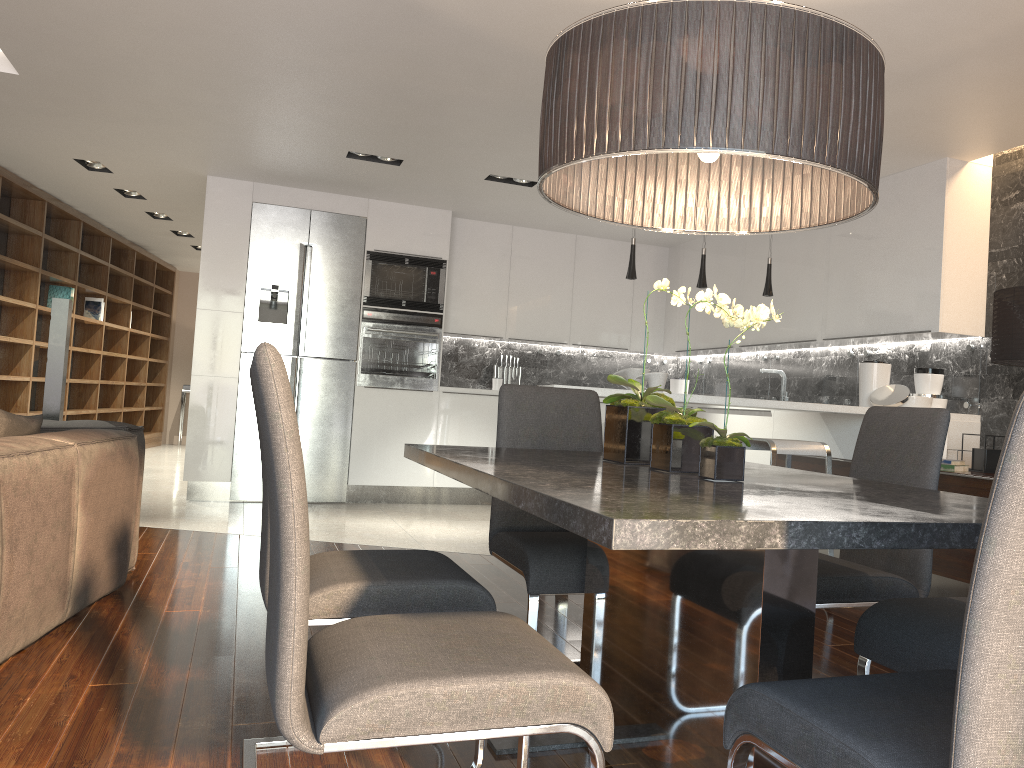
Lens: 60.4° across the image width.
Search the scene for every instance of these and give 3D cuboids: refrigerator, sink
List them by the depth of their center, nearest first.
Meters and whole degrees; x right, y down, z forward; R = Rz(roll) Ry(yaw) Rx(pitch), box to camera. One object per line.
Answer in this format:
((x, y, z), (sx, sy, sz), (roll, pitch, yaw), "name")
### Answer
((1.998, 0.143, 6.622), (0.527, 0.521, 1.112), (4, -2, -18), "sink")
((-1.768, -0.227, 7.278), (0.905, 2.344, 0.562), (5, -2, -20), "refrigerator")

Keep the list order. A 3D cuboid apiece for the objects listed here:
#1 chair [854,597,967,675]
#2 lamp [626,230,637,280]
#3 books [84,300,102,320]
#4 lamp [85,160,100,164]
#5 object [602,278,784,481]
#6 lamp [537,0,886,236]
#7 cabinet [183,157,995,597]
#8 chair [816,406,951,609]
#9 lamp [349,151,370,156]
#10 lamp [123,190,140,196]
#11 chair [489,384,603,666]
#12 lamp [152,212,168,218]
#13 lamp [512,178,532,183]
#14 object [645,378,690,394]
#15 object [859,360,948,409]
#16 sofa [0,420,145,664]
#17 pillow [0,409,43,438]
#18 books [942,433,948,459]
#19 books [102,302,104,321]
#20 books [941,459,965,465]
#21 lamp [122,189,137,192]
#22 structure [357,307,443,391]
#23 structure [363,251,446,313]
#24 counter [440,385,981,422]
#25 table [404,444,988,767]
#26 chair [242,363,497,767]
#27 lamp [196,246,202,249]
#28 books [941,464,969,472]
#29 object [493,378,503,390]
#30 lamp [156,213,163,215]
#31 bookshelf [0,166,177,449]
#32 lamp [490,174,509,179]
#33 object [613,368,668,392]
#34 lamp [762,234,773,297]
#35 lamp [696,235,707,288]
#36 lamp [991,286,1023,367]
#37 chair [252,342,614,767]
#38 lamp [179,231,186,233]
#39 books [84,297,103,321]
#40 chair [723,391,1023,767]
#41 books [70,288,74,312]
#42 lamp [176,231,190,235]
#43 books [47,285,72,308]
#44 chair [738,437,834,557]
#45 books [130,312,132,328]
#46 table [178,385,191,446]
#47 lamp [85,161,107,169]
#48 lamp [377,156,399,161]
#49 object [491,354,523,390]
((1.147, 0.533, 1.996), (0.593, 0.965, 0.412), (4, -2, -20), "chair")
((0.716, -1.026, 5.093), (0.060, 0.846, 0.056), (5, -2, -19), "lamp")
((-4.498, -0.787, 9.442), (0.158, 0.205, 0.022), (4, -2, -12), "books")
((-3.175, -1.707, 6.624), (0.170, 0.077, 0.184), (3, -2, 26), "lamp")
((0.462, -0.036, 2.186), (0.323, 0.501, 0.551), (5, -2, -22), "object")
((0.496, -0.987, 2.126), (0.800, 1.103, 0.807), (4, -2, 5), "lamp")
((0.511, -0.214, 4.940), (4.608, 2.502, 6.672), (4, -1, -18), "cabinet")
((0.950, 0.535, 2.643), (0.593, 0.965, 0.412), (4, -2, -20), "chair")
((-1.021, -1.586, 5.964), (0.183, 0.077, 0.170), (4, -1, -19), "lamp")
((-3.326, -1.693, 7.737), (0.169, 0.077, 0.184), (3, -2, 27), "lamp")
((0.179, 0.491, 2.839), (0.443, 0.965, 0.551), (4, -2, -19), "chair")
((-3.451, -1.680, 8.675), (0.180, 0.077, 0.173), (4, -1, -9), "lamp")
((0.087, -1.507, 6.402), (0.186, 0.077, 0.167), (5, -2, -36), "lamp")
((1.477, 0.056, 8.497), (0.362, 0.234, 0.539), (4, -1, -9), "object")
((2.408, 0.014, 5.319), (0.585, 0.298, 0.407), (4, -2, -8), "object")
((-2.854, 0.424, 2.642), (2.791, 0.704, 2.434), (4, -1, -10), "sofa")
((-2.437, 0.209, 3.212), (2.001, 0.431, 1.107), (3, -2, 32), "pillow")
((2.381, 0.348, 4.968), (0.182, 0.243, 0.023), (4, -2, -21), "books")
((-4.507, -0.787, 9.525), (0.158, 0.205, 0.020), (4, -2, -12), "books")
((2.282, 0.413, 4.713), (0.175, 0.024, 0.215), (5, -2, -40), "books")
((-3.303, -1.695, 7.563), (0.170, 0.077, 0.184), (3, -2, 26), "lamp")
((-0.998, -0.285, 7.563), (0.689, 0.651, 0.626), (4, -2, -19), "structure")
((-0.975, -0.848, 7.627), (0.684, 0.450, 0.590), (4, -2, -19), "structure")
((0.935, 0.120, 6.597), (2.789, 0.041, 3.885), (4, -1, -18), "counter")
((0.382, 0.589, 2.049), (1.078, 0.760, 1.545), (4, -2, -18), "table")
((-0.361, 0.442, 2.126), (0.593, 0.965, 0.412), (4, -2, -20), "chair")
((-3.705, -1.656, 10.558), (0.180, 0.077, 0.173), (4, -1, -9), "lamp")
((2.289, 0.442, 4.710), (0.189, 0.034, 0.230), (5, -2, -41), "books")
((-0.133, 0.002, 7.940), (0.088, 0.117, 0.096), (3, -2, 30), "object")
((-3.428, -1.683, 8.501), (0.182, 0.077, 0.171), (4, -1, -16), "lamp")
((-4.518, -0.437, 9.087), (0.296, 2.491, 6.417), (4, -1, -7), "bookshelf")
((-0.087, -1.520, 6.333), (0.183, 0.077, 0.170), (4, -1, -19), "lamp")
((0.698, -0.021, 4.787), (0.194, 0.133, 0.423), (4, -1, -17), "object")
((1.606, -0.963, 5.444), (0.060, 0.846, 0.056), (5, -2, -19), "lamp")
((1.161, -0.995, 5.268), (0.060, 0.846, 0.056), (5, -2, -19), "lamp")
((2.713, 0.009, 4.403), (0.621, 0.934, 0.564), (5, -2, -29), "lamp")
((-0.165, 0.440, 1.479), (0.593, 0.965, 0.412), (4, -2, -20), "chair")
((-3.555, -1.670, 9.445), (0.182, 0.077, 0.171), (4, -1, -16), "lamp")
((-4.502, -0.806, 9.462), (0.178, 0.244, 0.018), (4, -2, -12), "books")
((0.633, 0.485, 1.259), (0.443, 0.965, 0.551), (4, -2, -19), "chair")
((-4.387, -0.819, 8.580), (0.198, 0.246, 0.027), (4, -2, -12), "books")
((-3.579, -1.668, 9.619), (0.180, 0.077, 0.173), (4, -1, -9), "lamp")
((-4.405, -0.828, 8.555), (0.205, 0.260, 0.014), (4, -2, -12), "books")
((1.330, 0.679, 4.405), (0.436, 0.801, 0.415), (4, -2, -19), "chair")
((-4.658, -0.774, 10.569), (0.158, 0.205, 0.020), (4, -2, -12), "books")
((-4.014, 0.488, 12.760), (1.483, 0.866, 0.430), (4, -2, -21), "table")
((-3.198, -1.705, 6.798), (0.169, 0.077, 0.184), (3, -2, 27), "lamp")
((-0.847, -1.574, 6.033), (0.186, 0.077, 0.167), (5, -2, -36), "lamp")
((-0.038, -0.098, 8.065), (0.300, 0.336, 0.058), (4, -2, -18), "object")
